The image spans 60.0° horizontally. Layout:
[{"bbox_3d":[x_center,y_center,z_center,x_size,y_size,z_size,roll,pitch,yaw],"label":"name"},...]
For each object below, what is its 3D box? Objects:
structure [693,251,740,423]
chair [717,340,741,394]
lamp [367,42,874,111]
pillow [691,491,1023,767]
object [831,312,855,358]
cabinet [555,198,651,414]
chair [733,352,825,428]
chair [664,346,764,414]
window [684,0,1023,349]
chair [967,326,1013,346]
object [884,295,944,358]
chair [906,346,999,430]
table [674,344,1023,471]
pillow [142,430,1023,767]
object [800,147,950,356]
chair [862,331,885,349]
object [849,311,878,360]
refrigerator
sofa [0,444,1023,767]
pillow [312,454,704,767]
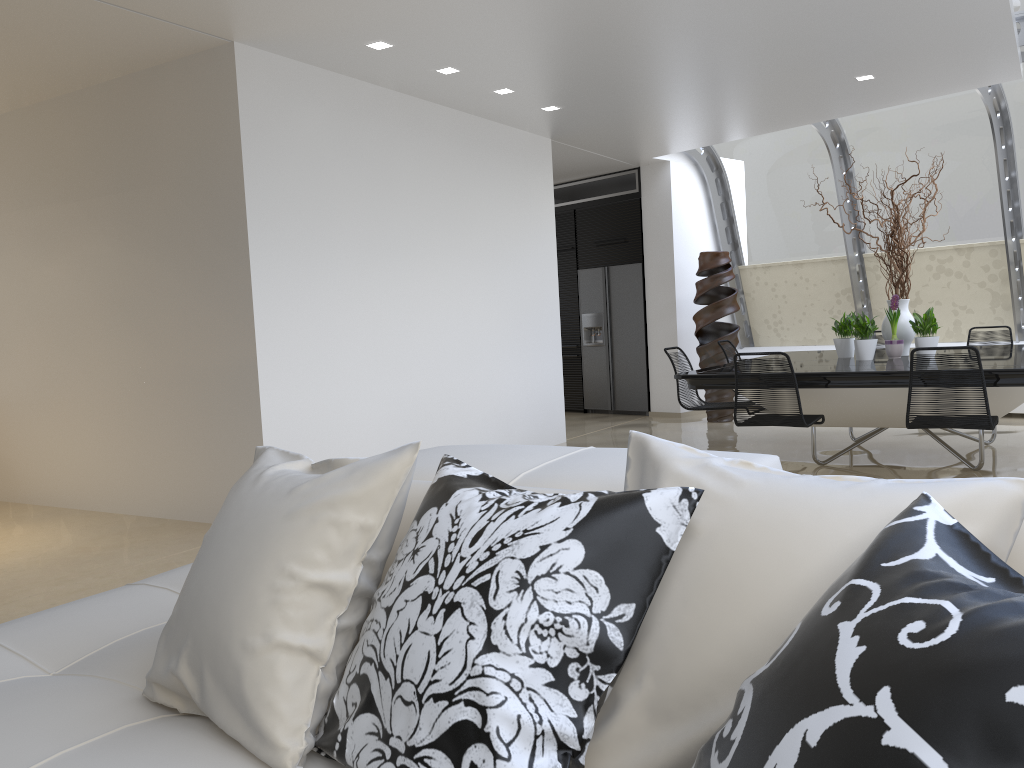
[{"bbox_3d":[2.208,-0.501,9.550,0.498,1.843,0.493,0,5,43],"label":"structure"},{"bbox_3d":[2.228,-0.145,7.960,0.688,0.519,0.446,-1,4,32],"label":"chair"},{"bbox_3d":[-3.913,-1.886,5.216,9.775,0.004,9.928,-1,4,32],"label":"lamp"},{"bbox_3d":[0.379,0.408,0.876,0.405,0.483,0.599,-3,4,0],"label":"pillow"},{"bbox_3d":[2.653,-0.396,7.046,0.284,0.369,0.215,-4,4,-20],"label":"object"},{"bbox_3d":[1.059,-0.925,11.427,0.831,2.558,2.252,-7,5,-44],"label":"cabinet"},{"bbox_3d":[1.675,0.039,5.625,0.446,0.519,0.688,-1,4,32],"label":"chair"},{"bbox_3d":[1.560,-0.038,6.878,0.688,0.519,0.446,-1,4,32],"label":"chair"},{"bbox_3d":[-2.625,-0.591,6.825,16.693,3.674,16.171,0,5,38],"label":"window"},{"bbox_3d":[4.162,-0.236,7.753,0.446,0.519,0.688,-1,4,32],"label":"chair"},{"bbox_3d":[2.960,-0.427,6.500,0.238,0.476,0.417,-5,4,-30],"label":"object"},{"bbox_3d":[2.524,0.028,5.100,0.446,0.519,0.688,-1,4,32],"label":"chair"},{"bbox_3d":[2.957,0.174,6.727,2.494,0.759,3.031,-1,4,32],"label":"table"},{"bbox_3d":[0.045,0.421,0.324,1.656,0.530,3.322,-3,4,2],"label":"pillow"},{"bbox_3d":[2.765,-0.978,6.781,1.031,1.549,1.135,-1,4,24],"label":"object"},{"bbox_3d":[3.375,-0.226,8.240,0.446,0.519,0.688,-1,4,32],"label":"chair"},{"bbox_3d":[2.603,-0.362,6.570,0.284,0.369,0.215,-5,4,-25],"label":"object"},{"bbox_3d":[1.283,-0.556,10.815,1.006,1.742,0.234,1,5,45],"label":"refrigerator"},{"bbox_3d":[-0.639,0.736,0.375,3.257,0.866,4.169,-1,4,32],"label":"sofa"},{"bbox_3d":[-0.055,0.388,1.373,0.394,0.471,0.604,-7,5,-42],"label":"pillow"}]
